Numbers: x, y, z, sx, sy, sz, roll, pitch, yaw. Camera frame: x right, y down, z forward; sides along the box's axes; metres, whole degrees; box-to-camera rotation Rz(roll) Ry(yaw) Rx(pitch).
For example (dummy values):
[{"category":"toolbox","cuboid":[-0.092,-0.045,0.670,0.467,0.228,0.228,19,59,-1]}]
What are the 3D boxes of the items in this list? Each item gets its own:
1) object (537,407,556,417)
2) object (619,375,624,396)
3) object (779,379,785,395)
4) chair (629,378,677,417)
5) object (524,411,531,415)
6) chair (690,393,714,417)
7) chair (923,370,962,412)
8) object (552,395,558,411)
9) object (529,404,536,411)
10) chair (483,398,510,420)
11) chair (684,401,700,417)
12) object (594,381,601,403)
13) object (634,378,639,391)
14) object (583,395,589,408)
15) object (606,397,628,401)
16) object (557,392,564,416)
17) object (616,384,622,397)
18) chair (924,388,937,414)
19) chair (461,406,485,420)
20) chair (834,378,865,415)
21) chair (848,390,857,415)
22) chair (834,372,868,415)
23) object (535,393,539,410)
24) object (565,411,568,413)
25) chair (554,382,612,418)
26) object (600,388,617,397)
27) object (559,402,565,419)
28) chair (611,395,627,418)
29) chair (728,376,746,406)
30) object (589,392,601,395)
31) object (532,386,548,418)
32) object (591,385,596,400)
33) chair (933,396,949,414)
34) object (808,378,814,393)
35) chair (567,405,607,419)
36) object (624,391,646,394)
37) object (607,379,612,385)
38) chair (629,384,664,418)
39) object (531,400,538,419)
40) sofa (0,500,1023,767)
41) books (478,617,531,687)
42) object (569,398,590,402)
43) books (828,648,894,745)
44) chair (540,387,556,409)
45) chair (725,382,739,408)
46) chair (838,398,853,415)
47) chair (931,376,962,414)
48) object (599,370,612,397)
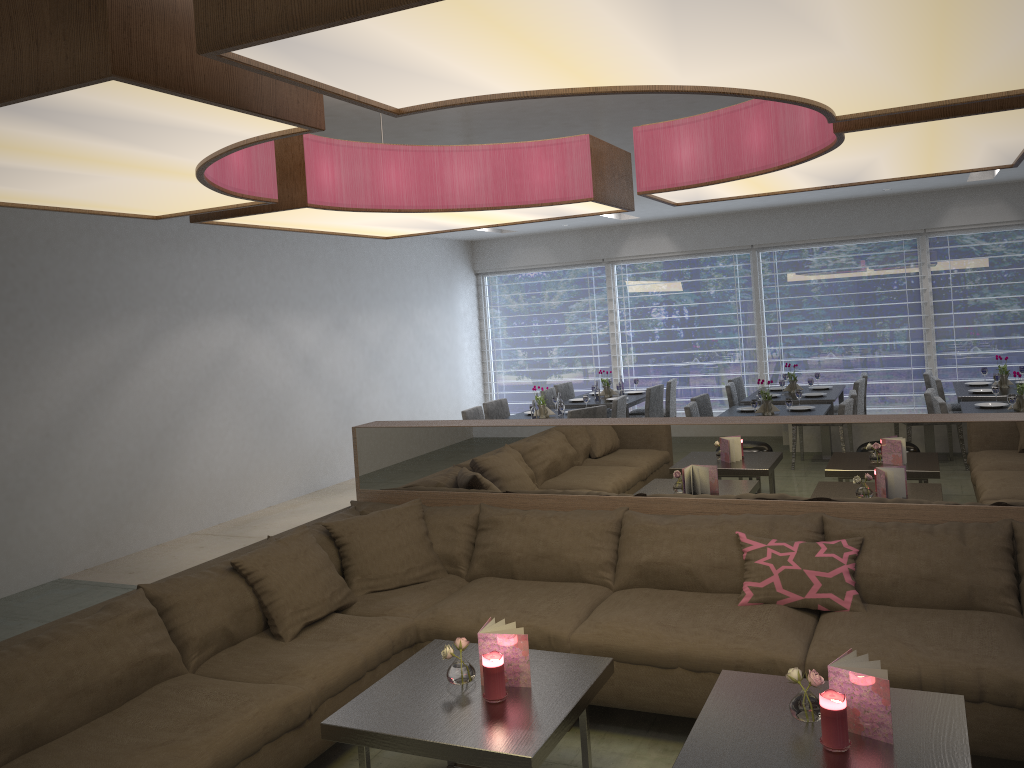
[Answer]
[{"category":"object","cuboid":[0.272,0.229,7.543,0.203,0.100,0.070,-4,2,-5]},{"category":"object","cuboid":[1.100,0.014,8.901,0.052,0.201,0.052,-4,0,-11]},{"category":"object","cuboid":[2.426,0.031,7.934,0.053,0.139,0.053,-4,1,-17]},{"category":"chair","cuboid":[1.416,0.346,8.922,0.491,0.761,0.478,-3,1,20]},{"category":"object","cuboid":[0.213,0.254,7.811,0.217,0.015,0.217,-4,5,5]},{"category":"chair","cuboid":[1.748,0.470,7.087,0.491,0.761,0.478,-3,2,30]},{"category":"chair","cuboid":[3.916,0.268,7.755,0.491,0.761,0.478,-3,2,30]},{"category":"object","cuboid":[0.389,0.173,7.899,0.053,0.139,0.053,-4,1,-17]},{"category":"object","cuboid":[0.174,0.235,7.310,0.053,0.139,0.053,-4,1,-17]},{"category":"chair","cuboid":[0.065,0.523,7.866,0.491,0.761,0.478,-3,2,30]},{"category":"chair","cuboid":[1.579,0.522,6.584,0.491,0.761,0.478,-3,1,20]},{"category":"object","cuboid":[0.810,0.075,8.396,0.052,0.201,0.052,-4,0,-11]},{"category":"object","cuboid":[1.288,0.011,9.150,0.053,0.139,0.053,-4,1,-17]},{"category":"object","cuboid":[0.653,0.165,7.777,0.053,0.139,0.053,-4,1,-17]},{"category":"object","cuboid":[1.009,0.147,8.470,0.216,0.015,0.217,-4,5,3]},{"category":"object","cuboid":[0.409,0.172,7.525,0.052,0.201,0.052,-4,0,-23]},{"category":"object","cuboid":[1.047,0.070,8.626,0.053,0.139,0.053,-4,1,-17]},{"category":"chair","cuboid":[3.281,0.422,6.377,0.491,0.761,0.478,-3,2,30]},{"category":"chair","cuboid":[-0.103,0.575,7.364,0.491,0.761,0.478,-3,1,20]},{"category":"chair","cuboid":[2.806,0.350,7.678,0.491,0.761,0.478,-3,2,30]},{"category":"chair","cuboid":[2.406,0.448,6.791,0.491,0.761,0.478,-3,1,20]},{"category":"chair","cuboid":[3.042,0.294,8.169,0.491,0.761,0.478,-3,1,20]},{"category":"object","cuboid":[0.219,0.175,7.650,0.052,0.201,0.052,-4,0,-23]},{"category":"object","cuboid":[0.562,0.243,7.649,0.217,0.015,0.217,-4,5,5]},{"category":"chair","cuboid":[0.757,0.367,9.218,0.491,0.761,0.478,-3,2,30]},{"category":"object","cuboid":[0.964,0.073,8.895,0.203,0.100,0.070,-4,2,-5]},{"category":"object","cuboid":[0.411,0.223,7.253,0.053,0.139,0.053,-4,1,-17]},{"category":"chair","cuboid":[0.731,0.500,7.579,0.491,0.761,0.478,-3,1,20]},{"category":"chair","cuboid":[2.383,0.316,8.465,0.491,0.761,0.478,-3,2,30]},{"category":"object","cuboid":[0.905,0.098,9.163,0.216,0.015,0.217,-4,5,3]},{"category":"object","cuboid":[0.243,0.148,7.483,0.104,0.276,0.155,-4,1,22]},{"category":"object","cuboid":[0.809,0.081,8.683,0.053,0.139,0.053,-4,1,-17]},{"category":"chair","cuboid":[3.113,0.474,5.874,0.491,0.761,0.478,-3,1,20]},{"category":"object","cuboid":[2.664,0.019,7.877,0.053,0.139,0.053,-4,1,-23]},{"category":"chair","cuboid":[0.484,0.559,7.062,0.478,0.761,0.491,-5,2,-35]},{"category":"object","cuboid":[1.254,0.087,9.001,0.216,0.015,0.217,-4,5,3]},{"category":"object","cuboid":[1.024,0.019,9.272,0.053,0.139,0.053,-4,1,-17]},{"category":"chair","cuboid":[1.180,0.401,8.431,0.491,0.761,0.478,-3,2,30]},{"category":"object","cuboid":[0.176,0.228,7.019,0.052,0.201,0.052,-4,0,-23]},{"category":"sofa","cuboid":[0.248,1.001,2.296,3.759,0.674,3.193,-2,5,25]},{"category":"books","cuboid":[-0.029,0.835,2.703,0.143,0.164,0.258,-4,3,-11]},{"category":"object","cuboid":[0.660,0.158,8.632,0.216,0.015,0.217,-4,5,3]},{"category":"books","cuboid":[0.927,0.803,2.280,0.157,0.164,0.143,-2,3,45]},{"category":"chair","cuboid":[0.589,0.419,8.716,0.491,0.761,0.478,-3,1,20]},{"category":"chair","cuboid":[2.215,0.368,7.963,0.491,0.761,0.478,-3,1,20]},{"category":"chair","cuboid":[2.171,0.504,6.299,0.491,0.761,0.478,-3,2,30]},{"category":"chair","cuboid":[3.748,0.320,7.253,0.491,0.761,0.478,-3,1,20]},{"category":"object","cuboid":[0.935,-0.008,8.835,0.104,0.276,0.155,-4,1,22]}]
